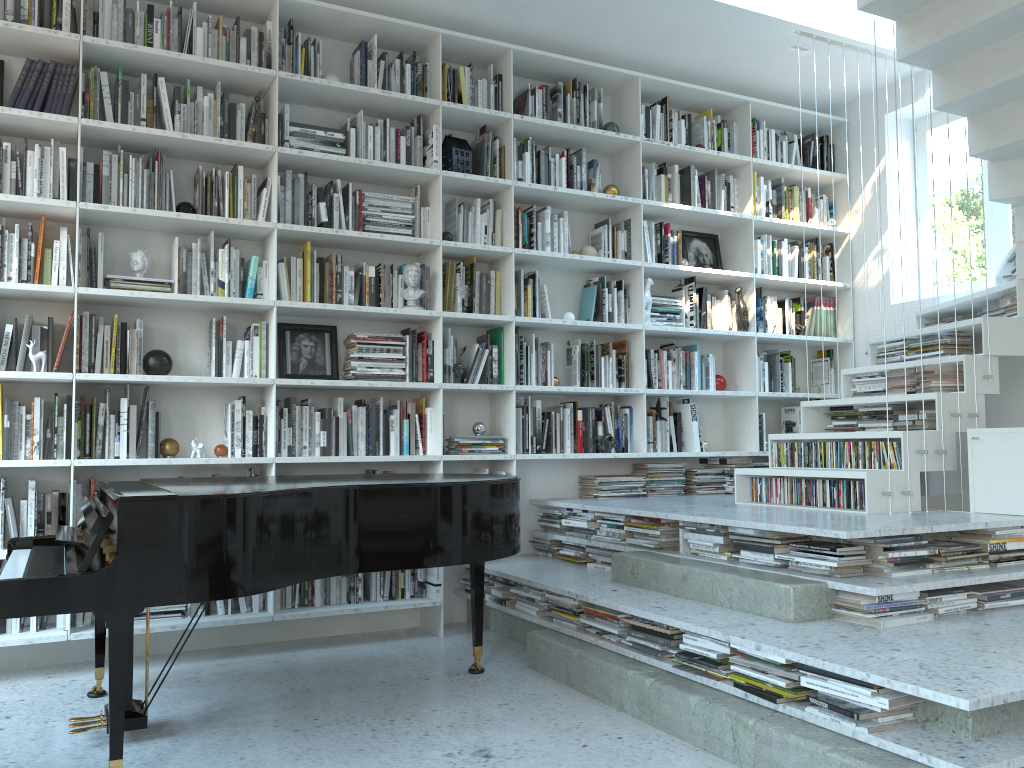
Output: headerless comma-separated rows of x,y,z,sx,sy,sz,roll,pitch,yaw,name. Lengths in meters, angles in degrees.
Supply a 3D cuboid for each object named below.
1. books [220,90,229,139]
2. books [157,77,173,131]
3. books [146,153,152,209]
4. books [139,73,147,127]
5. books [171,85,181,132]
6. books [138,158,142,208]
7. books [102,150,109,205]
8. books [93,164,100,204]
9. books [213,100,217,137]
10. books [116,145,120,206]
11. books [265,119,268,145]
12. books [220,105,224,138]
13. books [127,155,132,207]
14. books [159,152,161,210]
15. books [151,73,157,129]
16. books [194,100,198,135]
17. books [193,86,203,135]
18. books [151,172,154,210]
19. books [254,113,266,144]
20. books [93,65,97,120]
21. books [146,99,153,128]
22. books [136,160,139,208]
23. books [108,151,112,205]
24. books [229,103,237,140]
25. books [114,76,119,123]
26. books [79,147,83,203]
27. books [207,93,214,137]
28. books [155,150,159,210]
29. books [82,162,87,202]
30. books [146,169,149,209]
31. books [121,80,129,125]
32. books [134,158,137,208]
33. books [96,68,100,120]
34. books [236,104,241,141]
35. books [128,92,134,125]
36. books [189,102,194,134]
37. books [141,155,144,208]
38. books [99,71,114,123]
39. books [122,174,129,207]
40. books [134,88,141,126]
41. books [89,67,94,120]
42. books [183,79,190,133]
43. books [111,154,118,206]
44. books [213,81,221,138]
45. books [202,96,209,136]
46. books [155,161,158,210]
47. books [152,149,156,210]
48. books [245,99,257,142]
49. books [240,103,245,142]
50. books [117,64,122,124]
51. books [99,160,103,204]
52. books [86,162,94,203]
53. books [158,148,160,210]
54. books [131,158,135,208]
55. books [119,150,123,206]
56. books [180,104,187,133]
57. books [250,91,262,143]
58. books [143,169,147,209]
-1.401,-1.260,4.311,0.022,0.290,0.146,1,-4,-27,books
-1.633,-1.266,4.165,0.075,0.285,0.178,1,-4,-27,books
-1.686,-0.905,4.118,0.011,0.291,0.176,1,-4,-27,books
-1.722,-1.272,4.129,0.023,0.293,0.156,1,-4,-27,books
-1.594,-1.254,4.202,0.027,0.265,0.168,1,-4,-27,books
-1.723,-0.891,4.094,0.009,0.261,0.180,1,-4,-27,books
-1.854,-0.903,4.038,0.026,0.279,0.151,1,-4,-27,books
-1.896,-0.873,4.038,0.024,0.219,0.140,1,-4,-27,books
-1.442,-1.233,4.274,0.013,0.230,0.142,1,-4,-27,books
-1.811,-0.920,4.073,0.011,0.317,0.154,1,-4,-27,books
-1.231,-1.206,4.406,0.019,0.194,0.098,1,-4,-27,books
-1.420,-1.223,4.296,0.024,0.213,0.150,1,-4,-27,books
-1.756,-0.894,4.067,0.009,0.263,0.189,1,-4,-27,books
-1.654,-0.910,4.151,0.005,0.305,0.162,1,-4,-27,books
-1.684,-1.280,4.169,0.013,0.315,0.135,1,-4,-27,books
-1.517,-1.224,4.230,0.010,0.208,0.173,1,-4,-27,books
-1.507,-1.262,4.252,0.026,0.286,0.137,1,-4,-27,books
-1.688,-0.866,4.143,0.012,0.217,0.133,1,-4,-27,books
-1.248,-1.216,4.390,0.028,0.211,0.134,1,-4,-27,books
-1.912,-1.283,4.060,0.014,0.308,0.130,1,-4,-27,books
-1.701,-1.214,4.147,0.034,0.180,0.160,1,-4,-27,books
-1.739,-0.888,4.104,0.011,0.255,0.152,1,-4,-27,books
-1.836,-0.901,4.043,0.012,0.276,0.157,1,-4,-27,books
-1.368,-1.225,4.302,0.030,0.217,0.182,1,-4,-27,books
-1.822,-1.258,4.078,0.011,0.259,0.157,1,-4,-27,books
-1.948,-0.907,4.006,0.012,0.285,0.159,1,-4,-27,books
-1.462,-1.248,4.268,0.028,0.260,0.135,1,-4,-27,books
-1.665,-0.915,4.150,0.005,0.316,0.157,1,-4,-27,books
-1.928,-0.870,3.995,0.015,0.207,0.186,1,-4,-27,books
-1.705,-0.871,4.128,0.011,0.226,0.129,1,-4,-27,books
-1.789,-1.249,4.086,0.031,0.241,0.181,1,-4,-27,books
-1.748,-0.891,4.099,0.010,0.261,0.169,1,-4,-27,books
-1.891,-1.274,4.045,0.010,0.287,0.148,1,-4,-27,books
-1.347,-1.226,4.317,0.022,0.222,0.161,1,-4,-27,books
-1.771,-1.227,4.109,0.024,0.201,0.153,1,-4,-27,books
-1.544,-1.224,4.246,0.024,0.212,0.128,1,-4,-27,books
-1.717,-0.899,4.104,0.011,0.279,0.169,1,-4,-27,books
-1.860,-1.266,4.068,0.067,0.274,0.168,1,-4,-27,books
-1.783,-0.854,4.078,0.029,0.186,0.149,1,-4,-27,books
-1.745,-1.235,4.115,0.029,0.218,0.157,1,-4,-27,books
-1.914,-1.272,4.035,0.013,0.283,0.159,1,-4,-27,books
-1.549,-1.274,4.218,0.012,0.307,0.145,1,-4,-27,books
-1.820,-0.894,4.052,0.024,0.262,0.177,1,-4,-27,books
-1.426,-1.274,4.272,0.011,0.313,0.183,1,-4,-27,books
-1.475,-1.232,4.240,0.021,0.226,0.191,1,-4,-27,books
-1.666,-0.889,4.134,0.010,0.261,0.158,1,-4,-27,books
-1.675,-0.918,4.139,0.004,0.320,0.153,1,-4,-27,books
-1.290,-1.245,4.343,0.055,0.263,0.167,1,-4,-27,books
-1.333,-1.232,4.342,0.025,0.237,0.153,1,-4,-27,books
-1.808,-1.286,4.077,0.012,0.314,0.171,1,-4,-27,books
-1.874,-0.883,4.035,0.012,0.240,0.134,1,-4,-27,books
-1.920,-0.876,4.027,0.029,0.224,0.136,1,-4,-27,books
-1.659,-0.922,4.151,0.005,0.331,0.161,1,-4,-27,books
-1.747,-0.888,4.073,0.012,0.251,0.184,1,-4,-27,books
-1.792,-0.904,4.057,0.010,0.283,0.184,1,-4,-27,books
-1.566,-1.211,4.205,0.028,0.180,0.168,1,-4,-27,books
-1.276,-1.264,4.351,0.058,0.302,0.175,1,-4,-27,books
-1.704,-0.865,4.101,0.011,0.209,0.181,1,-4,-27,books
